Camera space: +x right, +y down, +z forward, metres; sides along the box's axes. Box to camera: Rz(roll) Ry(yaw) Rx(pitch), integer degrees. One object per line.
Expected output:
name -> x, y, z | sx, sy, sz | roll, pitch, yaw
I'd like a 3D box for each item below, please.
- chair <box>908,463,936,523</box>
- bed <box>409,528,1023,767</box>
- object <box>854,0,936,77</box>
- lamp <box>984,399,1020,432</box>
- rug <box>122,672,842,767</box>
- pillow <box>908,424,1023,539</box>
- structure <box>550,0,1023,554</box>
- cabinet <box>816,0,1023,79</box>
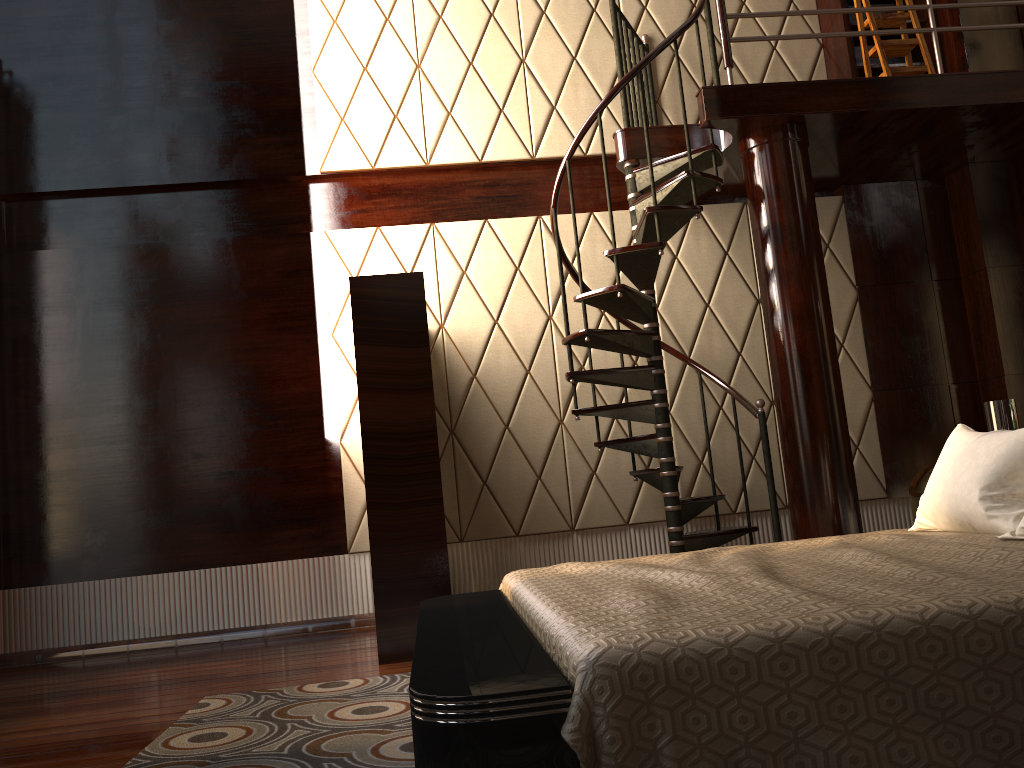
chair -> 2.242, 0.652, 4.343 | 0.571, 0.550, 0.462 | -5, -7, -6
bed -> 0.971, 0.436, 2.055 | 2.381, 0.660, 1.985 | -5, -7, -6
object -> 2.094, -1.883, 4.827 | 0.275, 0.974, 0.258 | -5, -7, -6
lamp -> 1.704, 0.248, 3.041 | 0.109, 0.385, 0.106 | -6, -7, 2
rug -> 0.898, 0.753, 1.869 | 3.735, 0.006, 2.910 | -5, -7, -6
pillow -> 1.458, 0.205, 2.119 | 0.685, 0.320, 1.322 | -5, -7, -4
structure -> 2.287, -0.955, 2.218 | 3.750, 3.189, 6.107 | -5, -7, -6
cabinet -> 3.353, -2.958, 2.578 | 2.576, 2.432, 6.767 | -5, -7, -6
